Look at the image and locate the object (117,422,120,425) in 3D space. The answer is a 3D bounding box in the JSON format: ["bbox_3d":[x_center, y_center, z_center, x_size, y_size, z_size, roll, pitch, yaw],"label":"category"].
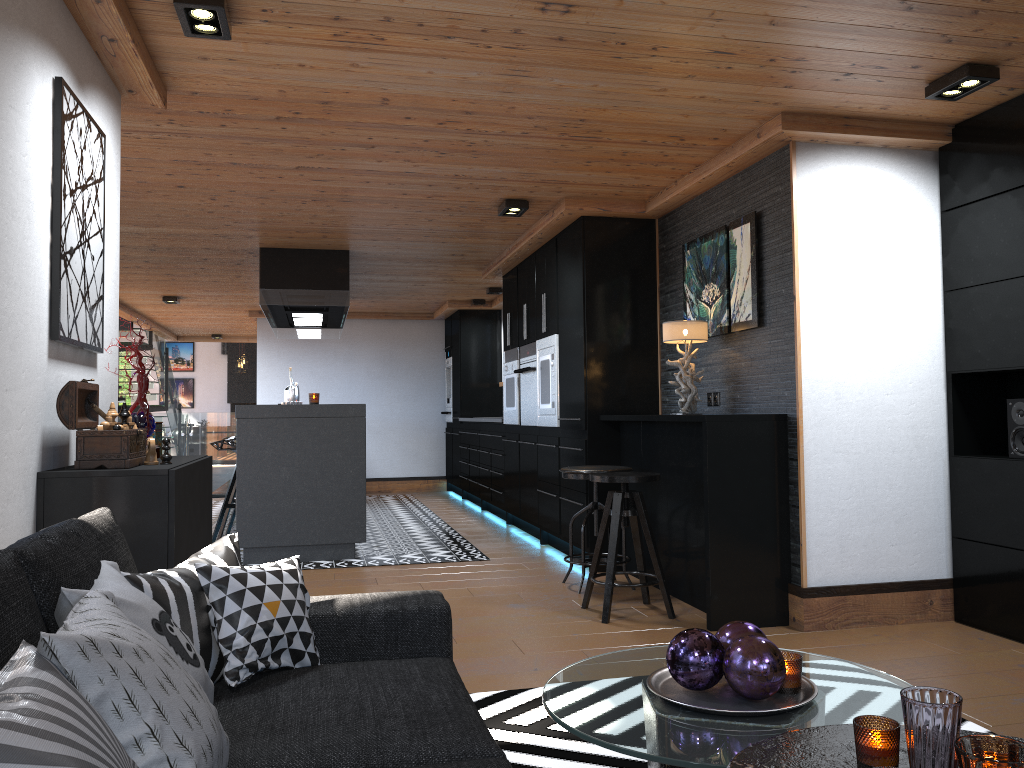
[{"bbox_3d":[-1.367,0.202,3.148,0.107,0.135,0.097,-1,-3,18],"label":"object"}]

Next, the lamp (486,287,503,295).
[{"bbox_3d":[-0.192,-1.014,9.604,0.156,0.068,0.151,0,-2,-13],"label":"lamp"}]

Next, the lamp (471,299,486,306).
[{"bbox_3d":[-0.402,-0.979,10.563,0.156,0.068,0.151,0,-2,-13],"label":"lamp"}]

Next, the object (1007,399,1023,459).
[{"bbox_3d":[2.377,0.198,3.955,0.267,0.266,0.155,0,-3,-13],"label":"object"}]

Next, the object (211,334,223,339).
[{"bbox_3d":[-4.870,-0.787,14.643,0.156,0.068,0.259,0,-2,-13],"label":"object"}]

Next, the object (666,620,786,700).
[{"bbox_3d":[0.530,0.652,2.089,0.287,0.143,0.261,1,-2,-29],"label":"object"}]

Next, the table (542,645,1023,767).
[{"bbox_3d":[0.584,0.875,1.784,0.901,0.372,1.515,0,-2,-12],"label":"table"}]

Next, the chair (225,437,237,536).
[{"bbox_3d":[-2.237,0.883,7.663,0.472,0.840,0.535,0,-3,-16],"label":"chair"}]

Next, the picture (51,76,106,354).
[{"bbox_3d":[-1.395,-0.508,2.871,0.020,0.782,0.559,0,-3,-12],"label":"picture"}]

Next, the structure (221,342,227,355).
[{"bbox_3d":[-7.854,-0.978,24.269,0.215,0.349,0.212,0,-3,-13],"label":"structure"}]

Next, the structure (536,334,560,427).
[{"bbox_3d":[0.258,-0.015,6.678,0.039,0.672,0.590,0,-2,-12],"label":"structure"}]

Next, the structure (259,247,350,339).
[{"bbox_3d":[-2.030,-0.818,8.780,0.715,0.476,3.231,0,-2,-12],"label":"structure"}]

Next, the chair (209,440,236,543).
[{"bbox_3d":[-2.098,0.856,6.904,0.471,0.840,0.536,0,-3,-12],"label":"chair"}]

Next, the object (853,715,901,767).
[{"bbox_3d":[0.648,0.642,1.573,0.079,0.081,0.079,-1,-2,2],"label":"object"}]

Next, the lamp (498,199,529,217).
[{"bbox_3d":[0.007,-1.147,5.753,0.156,0.068,0.259,0,-2,-13],"label":"lamp"}]

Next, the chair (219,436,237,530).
[{"bbox_3d":[-2.469,0.909,8.335,0.471,0.840,0.537,0,-3,-7],"label":"chair"}]

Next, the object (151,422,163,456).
[{"bbox_3d":[-1.350,0.206,3.280,0.109,0.135,0.096,0,-3,-23],"label":"object"}]

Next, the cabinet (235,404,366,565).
[{"bbox_3d":[-1.982,0.779,8.521,0.893,1.104,4.772,0,-2,-12],"label":"cabinet"}]

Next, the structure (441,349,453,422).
[{"bbox_3d":[-0.780,0.031,11.690,0.256,0.946,0.594,0,-3,-13],"label":"structure"}]

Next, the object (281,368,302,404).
[{"bbox_3d":[-2.421,0.048,9.752,0.227,0.453,0.223,0,-3,-13],"label":"object"}]

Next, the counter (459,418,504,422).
[{"bbox_3d":[-0.109,0.382,9.525,0.534,0.040,2.552,0,-2,-12],"label":"counter"}]

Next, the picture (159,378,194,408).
[{"bbox_3d":[-9.075,0.256,23.991,0.884,0.816,0.035,0,-3,-14],"label":"picture"}]

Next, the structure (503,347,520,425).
[{"bbox_3d":[0.146,0.029,7.968,0.384,0.673,0.596,0,-2,-13],"label":"structure"}]

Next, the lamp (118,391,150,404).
[{"bbox_3d":[-9.809,0.960,22.605,0.525,1.900,1.326,-1,-2,8],"label":"lamp"}]

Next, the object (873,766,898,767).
[{"bbox_3d":[0.578,0.634,1.340,0.079,0.081,0.079,-1,-2,2],"label":"object"}]

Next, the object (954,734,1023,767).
[{"bbox_3d":[0.735,0.613,1.344,0.115,0.122,0.112,1,-3,-37],"label":"object"}]

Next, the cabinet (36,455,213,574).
[{"bbox_3d":[-1.243,0.495,2.956,0.360,0.468,0.949,0,-2,-13],"label":"cabinet"}]

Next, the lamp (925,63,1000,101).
[{"bbox_3d":[1.841,-1.241,3.633,0.156,0.068,0.259,0,-2,-13],"label":"lamp"}]

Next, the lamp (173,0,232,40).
[{"bbox_3d":[-1.022,-1.231,2.939,0.156,0.068,0.259,0,-2,-13],"label":"lamp"}]

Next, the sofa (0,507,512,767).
[{"bbox_3d":[0.145,0.643,0.966,2.099,0.819,3.071,0,-2,-13],"label":"sofa"}]

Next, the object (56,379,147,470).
[{"bbox_3d":[-1.234,0.117,2.697,0.211,0.270,0.285,0,-2,-13],"label":"object"}]

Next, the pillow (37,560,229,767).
[{"bbox_3d":[-0.618,0.490,1.464,0.286,0.329,0.721,0,-2,-23],"label":"pillow"}]

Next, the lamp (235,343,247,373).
[{"bbox_3d":[-6.632,-1.387,21.725,0.264,2.203,0.795,0,-3,-22],"label":"lamp"}]

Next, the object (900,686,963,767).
[{"bbox_3d":[0.690,0.594,1.454,0.095,0.167,0.093,2,-3,-42],"label":"object"}]

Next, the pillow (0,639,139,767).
[{"bbox_3d":[-0.467,0.481,0.836,0.277,0.356,0.723,0,-2,-13],"label":"pillow"}]

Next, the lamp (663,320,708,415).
[{"bbox_3d":[0.967,-0.085,4.929,0.248,0.516,0.246,0,-3,-10],"label":"lamp"}]

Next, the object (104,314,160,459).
[{"bbox_3d":[-1.279,0.011,3.011,0.152,0.505,0.322,0,-3,-13],"label":"object"}]

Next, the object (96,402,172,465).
[{"bbox_3d":[-1.177,0.154,2.763,0.203,0.197,0.354,-1,-2,-1],"label":"object"}]

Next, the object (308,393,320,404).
[{"bbox_3d":[-1.430,0.107,6.403,0.078,0.081,0.080,-2,-3,32],"label":"object"}]

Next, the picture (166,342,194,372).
[{"bbox_3d":[-9.086,-0.739,24.038,0.884,0.816,0.035,0,-3,-14],"label":"picture"}]

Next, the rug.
[{"bbox_3d":[0.852,1.074,2.021,1.671,0.020,2.883,0,-2,-13],"label":"rug"}]

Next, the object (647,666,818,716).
[{"bbox_3d":[0.517,0.719,2.096,0.394,0.022,0.395,-1,-2,6],"label":"object"}]

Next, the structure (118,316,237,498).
[{"bbox_3d":[-7.944,1.138,12.081,9.261,6.402,10.960,0,-2,-13],"label":"structure"}]

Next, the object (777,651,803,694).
[{"bbox_3d":[0.649,0.684,2.100,0.079,0.081,0.079,-1,-2,2],"label":"object"}]

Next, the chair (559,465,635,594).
[{"bbox_3d":[0.504,0.850,5.246,0.443,0.717,0.439,0,-3,-9],"label":"chair"}]

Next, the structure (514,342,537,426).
[{"bbox_3d":[0.114,0.006,7.284,0.090,0.673,0.590,0,-2,-12],"label":"structure"}]

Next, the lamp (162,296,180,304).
[{"bbox_3d":[-3.858,-0.956,10.041,0.156,0.068,0.259,0,-2,-13],"label":"lamp"}]

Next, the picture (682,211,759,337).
[{"bbox_3d":[1.147,-0.570,4.957,0.010,0.594,0.920,0,-2,-12],"label":"picture"}]

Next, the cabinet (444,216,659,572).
[{"bbox_3d":[0.025,0.130,8.909,0.546,2.382,6.392,0,-2,-12],"label":"cabinet"}]

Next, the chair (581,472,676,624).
[{"bbox_3d":[0.584,0.823,4.544,0.395,0.721,0.390,0,-3,-13],"label":"chair"}]

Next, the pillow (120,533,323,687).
[{"bbox_3d":[-0.670,0.531,1.990,0.296,0.346,0.542,-3,-3,38],"label":"pillow"}]

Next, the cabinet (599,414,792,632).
[{"bbox_3d":[0.954,0.679,4.986,0.432,1.010,1.616,0,-2,-12],"label":"cabinet"}]
